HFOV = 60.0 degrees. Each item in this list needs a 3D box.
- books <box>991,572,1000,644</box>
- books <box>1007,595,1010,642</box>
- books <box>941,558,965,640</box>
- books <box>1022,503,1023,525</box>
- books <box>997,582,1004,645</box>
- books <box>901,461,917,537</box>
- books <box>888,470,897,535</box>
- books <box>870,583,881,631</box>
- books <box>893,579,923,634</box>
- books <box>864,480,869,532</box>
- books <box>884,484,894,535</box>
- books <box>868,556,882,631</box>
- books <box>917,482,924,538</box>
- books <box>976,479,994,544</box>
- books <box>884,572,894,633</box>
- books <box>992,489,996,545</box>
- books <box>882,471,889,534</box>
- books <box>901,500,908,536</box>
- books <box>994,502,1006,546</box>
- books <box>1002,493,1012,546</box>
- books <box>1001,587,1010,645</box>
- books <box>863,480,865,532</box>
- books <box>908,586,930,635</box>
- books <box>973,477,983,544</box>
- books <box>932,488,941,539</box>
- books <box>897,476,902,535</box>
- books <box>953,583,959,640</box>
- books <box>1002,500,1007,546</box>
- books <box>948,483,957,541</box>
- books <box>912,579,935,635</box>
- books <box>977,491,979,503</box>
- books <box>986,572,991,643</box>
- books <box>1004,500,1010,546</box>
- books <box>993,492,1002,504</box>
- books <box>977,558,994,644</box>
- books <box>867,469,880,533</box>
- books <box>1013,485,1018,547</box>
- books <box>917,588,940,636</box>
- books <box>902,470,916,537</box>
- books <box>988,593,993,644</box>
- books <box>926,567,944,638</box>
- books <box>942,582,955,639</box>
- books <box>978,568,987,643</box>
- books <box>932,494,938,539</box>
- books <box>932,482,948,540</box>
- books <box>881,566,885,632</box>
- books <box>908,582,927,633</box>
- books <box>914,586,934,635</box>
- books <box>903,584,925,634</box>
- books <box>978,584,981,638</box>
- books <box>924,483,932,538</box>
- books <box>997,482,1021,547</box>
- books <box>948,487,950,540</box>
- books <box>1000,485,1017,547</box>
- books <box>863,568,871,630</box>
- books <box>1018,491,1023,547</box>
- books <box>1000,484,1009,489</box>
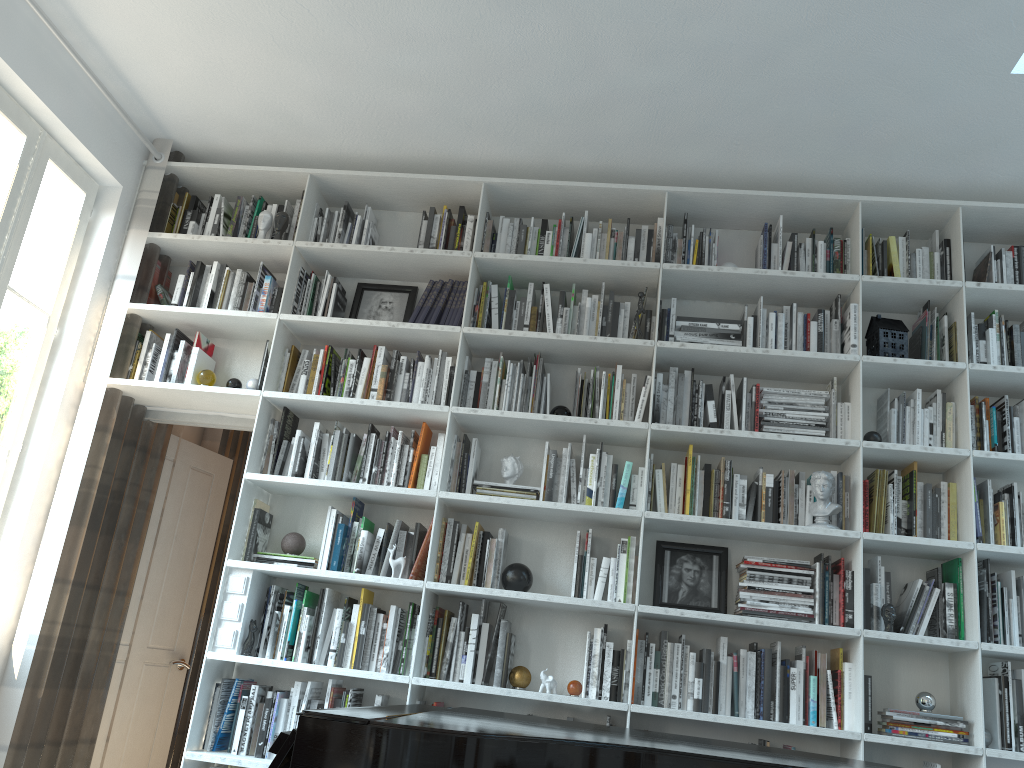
[{"bbox_3d":[1.877,0.893,3.485,0.005,0.282,0.159,5,-18,7],"label":"books"},{"bbox_3d":[1.906,0.928,3.475,0.013,0.217,0.161,5,-18,7],"label":"books"},{"bbox_3d":[1.744,0.864,3.512,0.014,0.323,0.183,5,-18,7],"label":"books"},{"bbox_3d":[2.059,0.592,3.559,0.051,0.209,0.177,5,-18,7],"label":"books"},{"bbox_3d":[1.884,0.911,3.481,0.013,0.248,0.165,5,-18,7],"label":"books"},{"bbox_3d":[1.634,0.502,3.651,0.021,0.336,0.170,5,-18,7],"label":"books"},{"bbox_3d":[1.554,0.515,3.650,0.019,0.293,0.164,5,-18,7],"label":"books"},{"bbox_3d":[1.425,0.899,3.525,0.027,0.191,0.183,5,-18,7],"label":"books"},{"bbox_3d":[1.548,0.894,3.512,0.095,0.227,0.190,5,-18,7],"label":"books"},{"bbox_3d":[1.451,0.538,3.683,0.013,0.246,0.177,5,-18,7],"label":"books"},{"bbox_3d":[1.534,0.544,3.645,0.015,0.231,0.180,5,-18,7],"label":"books"},{"bbox_3d":[1.453,0.852,3.554,0.013,0.305,0.141,5,-18,7],"label":"books"},{"bbox_3d":[1.647,0.544,3.639,0.033,0.252,0.175,5,-18,7],"label":"books"},{"bbox_3d":[1.898,0.544,3.586,0.013,0.278,0.192,5,-18,7],"label":"books"},{"bbox_3d":[1.487,0.886,3.550,0.035,0.247,0.141,5,-18,7],"label":"books"},{"bbox_3d":[1.927,0.566,3.606,0.013,0.255,0.145,5,-18,7],"label":"books"},{"bbox_3d":[1.519,0.517,3.666,0.035,0.292,0.145,5,-18,7],"label":"books"},{"bbox_3d":[1.594,0.580,3.651,0.030,0.180,0.132,5,-18,7],"label":"books"},{"bbox_3d":[1.935,0.587,3.566,0.017,0.191,0.192,5,-18,7],"label":"books"},{"bbox_3d":[1.986,0.577,3.596,0.017,0.242,0.133,5,-18,7],"label":"books"},{"bbox_3d":[1.893,0.919,3.466,0.011,0.225,0.188,5,-18,7],"label":"books"},{"bbox_3d":[1.434,0.534,3.673,0.014,0.243,0.145,5,-18,7],"label":"books"},{"bbox_3d":[1.593,0.912,3.523,0.090,0.211,0.143,5,-18,7],"label":"books"},{"bbox_3d":[1.856,0.541,3.608,0.035,0.286,0.192,5,-18,7],"label":"books"},{"bbox_3d":[1.719,0.557,3.630,0.028,0.238,0.146,5,-18,7],"label":"books"},{"bbox_3d":[1.575,0.532,3.667,0.035,0.277,0.139,5,-18,7],"label":"books"},{"bbox_3d":[1.722,0.910,3.502,0.021,0.225,0.149,5,-18,7],"label":"books"},{"bbox_3d":[1.962,0.590,3.590,0.014,0.208,0.157,5,-18,7],"label":"books"},{"bbox_3d":[1.783,0.551,3.633,0.033,0.267,0.142,5,-18,7],"label":"books"},{"bbox_3d":[1.609,0.899,3.524,0.094,0.238,0.150,5,-18,7],"label":"books"},{"bbox_3d":[1.876,0.570,3.617,0.007,0.243,0.146,5,-18,8],"label":"books"},{"bbox_3d":[1.846,0.894,3.496,0.006,0.280,0.155,5,-18,7],"label":"books"},{"bbox_3d":[1.971,0.587,3.582,0.007,0.211,0.158,5,-18,8],"label":"books"},{"bbox_3d":[1.953,0.573,3.596,0.008,0.241,0.169,5,-18,7],"label":"books"},{"bbox_3d":[1.870,0.873,3.519,0.007,0.340,0.150,5,-18,7],"label":"books"},{"bbox_3d":[1.480,0.510,3.661,0.035,0.292,0.145,5,-18,7],"label":"books"},{"bbox_3d":[2.004,0.563,3.595,0.006,0.272,0.167,5,-18,7],"label":"books"},{"bbox_3d":[1.624,0.917,3.515,0.091,0.204,0.169,5,-18,7],"label":"books"},{"bbox_3d":[1.617,0.516,3.628,0.019,0.292,0.183,5,-18,7],"label":"books"},{"bbox_3d":[1.851,0.934,3.490,0.013,0.203,0.154,5,-18,7],"label":"books"},{"bbox_3d":[1.680,0.882,3.526,0.013,0.285,0.139,5,-18,7],"label":"books"},{"bbox_3d":[1.695,0.906,3.494,0.029,0.222,0.171,5,-18,7],"label":"books"},{"bbox_3d":[1.835,0.887,3.501,0.018,0.294,0.178,5,-18,7],"label":"books"},{"bbox_3d":[1.690,0.566,3.610,0.034,0.203,0.182,5,-18,7],"label":"books"},{"bbox_3d":[1.743,0.545,3.626,0.032,0.265,0.143,5,-18,7],"label":"books"},{"bbox_3d":[1.464,0.875,3.555,0.012,0.265,0.158,5,-18,7],"label":"books"},{"bbox_3d":[1.583,0.906,3.531,0.095,0.225,0.144,5,-18,7],"label":"books"},{"bbox_3d":[1.613,0.914,3.528,0.090,0.214,0.139,5,-18,7],"label":"books"},{"bbox_3d":[1.565,0.905,3.511,0.089,0.209,0.176,5,-18,7],"label":"books"},{"bbox_3d":[1.818,0.917,3.507,0.011,0.238,0.137,5,-18,7],"label":"books"},{"bbox_3d":[1.667,0.543,3.611,0.027,0.241,0.189,5,-18,7],"label":"books"},{"bbox_3d":[2.015,0.557,3.596,0.013,0.286,0.159,5,-18,7],"label":"books"},{"bbox_3d":[1.762,0.560,3.635,0.019,0.247,0.149,5,-18,7],"label":"books"},{"bbox_3d":[1.998,0.562,3.590,0.006,0.269,0.179,5,-18,7],"label":"books"},{"bbox_3d":[1.404,0.875,3.557,0.028,0.252,0.143,5,-18,7],"label":"books"},{"bbox_3d":[2.035,0.577,3.596,0.007,0.253,0.161,5,-18,8],"label":"books"},{"bbox_3d":[2.031,0.566,3.636,0.011,0.299,0.089,5,-18,7],"label":"books"}]
